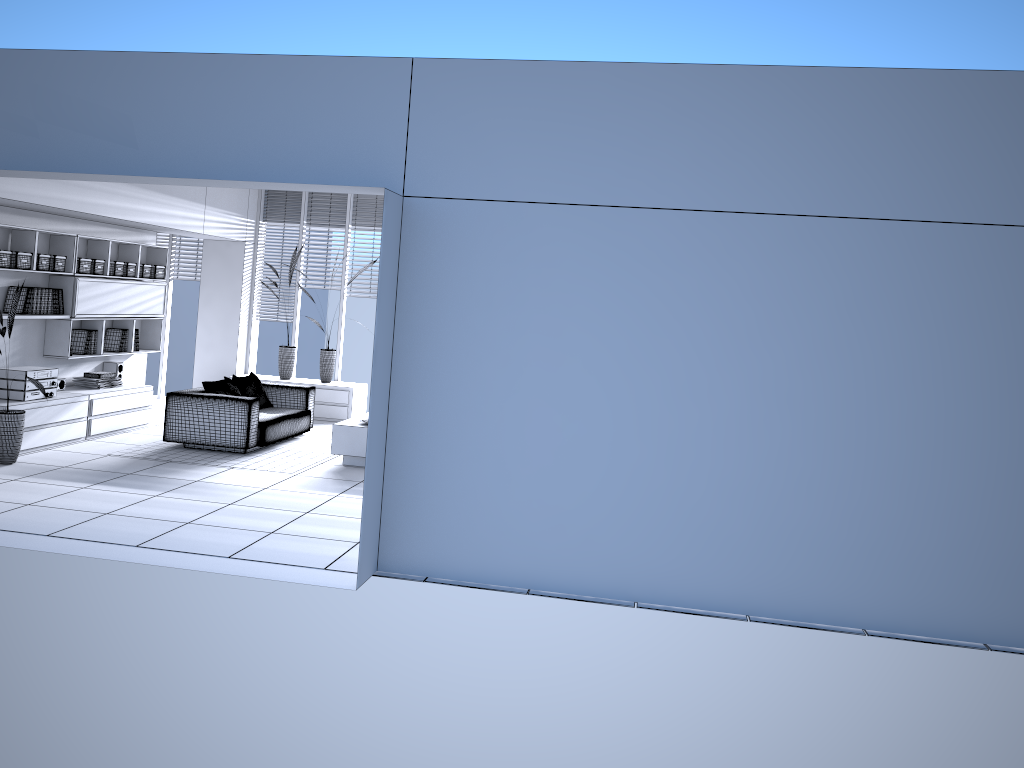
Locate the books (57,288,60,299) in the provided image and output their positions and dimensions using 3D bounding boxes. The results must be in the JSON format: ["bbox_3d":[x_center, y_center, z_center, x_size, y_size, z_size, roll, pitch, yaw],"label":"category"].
[{"bbox_3d":[-4.582,-0.824,8.742,0.208,0.258,0.072,4,-1,10],"label":"books"}]

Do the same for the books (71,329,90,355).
[{"bbox_3d":[-4.516,-0.438,9.181,0.208,0.260,0.074,4,-1,9],"label":"books"}]

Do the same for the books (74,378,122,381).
[{"bbox_3d":[-4.402,-0.057,9.379,0.286,0.008,0.416,5,5,10],"label":"books"}]

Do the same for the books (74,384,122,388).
[{"bbox_3d":[-4.414,0.009,9.395,0.286,0.008,0.416,5,5,10],"label":"books"}]

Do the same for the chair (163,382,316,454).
[{"bbox_3d":[-2.777,0.322,9.283,0.961,0.551,1.652,4,4,9],"label":"chair"}]

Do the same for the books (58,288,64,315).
[{"bbox_3d":[-4.553,-0.824,8.761,0.208,0.258,0.072,4,-1,9],"label":"books"}]

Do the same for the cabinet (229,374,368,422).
[{"bbox_3d":[-2.792,0.180,11.497,1.677,0.450,0.598,5,3,9],"label":"cabinet"}]

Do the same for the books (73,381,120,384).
[{"bbox_3d":[-4.406,-0.029,9.379,0.286,0.008,0.416,5,5,10],"label":"books"}]

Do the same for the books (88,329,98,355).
[{"bbox_3d":[-4.495,-0.450,9.330,0.208,0.259,0.050,4,-1,10],"label":"books"}]

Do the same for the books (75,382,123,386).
[{"bbox_3d":[-4.400,-0.010,9.411,0.286,0.008,0.416,5,5,10],"label":"books"}]

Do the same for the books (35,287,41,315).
[{"bbox_3d":[-4.623,-0.799,8.438,0.208,0.259,0.050,4,-1,10],"label":"books"}]

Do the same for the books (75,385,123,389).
[{"bbox_3d":[-4.404,0.019,9.411,0.286,0.008,0.416,5,5,10],"label":"books"}]

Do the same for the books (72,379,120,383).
[{"bbox_3d":[-4.416,-0.038,9.362,0.286,0.008,0.416,5,5,10],"label":"books"}]

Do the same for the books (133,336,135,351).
[{"bbox_3d":[-4.393,-0.502,10.013,0.208,0.259,0.050,4,-1,10],"label":"books"}]

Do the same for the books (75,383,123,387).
[{"bbox_3d":[-4.402,-0.001,9.404,0.286,0.008,0.416,5,5,10],"label":"books"}]

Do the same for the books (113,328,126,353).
[{"bbox_3d":[-4.414,-0.487,9.810,0.208,0.260,0.074,4,-1,9],"label":"books"}]

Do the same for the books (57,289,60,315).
[{"bbox_3d":[-4.570,-0.819,8.718,0.208,0.258,0.072,4,-1,10],"label":"books"}]

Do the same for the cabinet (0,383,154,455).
[{"bbox_3d":[-4.467,0.310,8.780,0.574,0.449,2.274,4,5,9],"label":"cabinet"}]

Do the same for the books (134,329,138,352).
[{"bbox_3d":[-4.381,-0.506,10.076,0.208,0.260,0.074,4,-1,10],"label":"books"}]

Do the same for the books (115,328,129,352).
[{"bbox_3d":[-4.406,-0.492,9.876,0.208,0.259,0.050,4,-1,10],"label":"books"}]

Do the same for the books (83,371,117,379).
[{"bbox_3d":[-4.375,-0.095,9.367,0.208,0.050,0.259,5,5,14],"label":"books"}]

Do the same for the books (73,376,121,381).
[{"bbox_3d":[-4.411,-0.067,9.363,0.286,0.008,0.416,5,5,10],"label":"books"}]

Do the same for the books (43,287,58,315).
[{"bbox_3d":[-4.579,-0.819,8.687,0.208,0.260,0.074,4,-1,9],"label":"books"}]

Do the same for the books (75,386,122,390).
[{"bbox_3d":[-4.406,0.028,9.404,0.286,0.008,0.416,5,5,10],"label":"books"}]

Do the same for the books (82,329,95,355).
[{"bbox_3d":[-4.503,-0.446,9.279,0.208,0.259,0.050,4,-1,10],"label":"books"}]

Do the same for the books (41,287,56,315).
[{"bbox_3d":[-4.584,-0.816,8.655,0.208,0.260,0.074,4,-1,10],"label":"books"}]

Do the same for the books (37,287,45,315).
[{"bbox_3d":[-4.609,-0.803,8.489,0.208,0.259,0.050,4,-1,10],"label":"books"}]

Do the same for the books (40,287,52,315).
[{"bbox_3d":[-4.597,-0.811,8.592,0.208,0.259,0.050,4,-1,10],"label":"books"}]

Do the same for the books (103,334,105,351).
[{"bbox_3d":[-4.482,-0.459,9.466,0.208,0.259,0.050,4,-1,10],"label":"books"}]

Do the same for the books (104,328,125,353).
[{"bbox_3d":[-4.419,-0.484,9.778,0.208,0.260,0.074,4,-1,9],"label":"books"}]

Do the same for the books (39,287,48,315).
[{"bbox_3d":[-4.607,-0.808,8.541,0.208,0.259,0.050,4,-1,9],"label":"books"}]

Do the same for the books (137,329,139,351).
[{"bbox_3d":[-4.375,-0.509,10.107,0.208,0.260,0.074,4,-1,9],"label":"books"}]

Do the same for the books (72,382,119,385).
[{"bbox_3d":[-4.408,-0.020,9.372,0.286,0.008,0.416,5,5,10],"label":"books"}]

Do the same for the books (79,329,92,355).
[{"bbox_3d":[-4.511,-0.440,9.212,0.208,0.260,0.074,4,-1,9],"label":"books"}]

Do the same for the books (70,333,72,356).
[{"bbox_3d":[-4.564,-0.418,8.946,0.208,0.260,0.074,4,-1,10],"label":"books"}]
